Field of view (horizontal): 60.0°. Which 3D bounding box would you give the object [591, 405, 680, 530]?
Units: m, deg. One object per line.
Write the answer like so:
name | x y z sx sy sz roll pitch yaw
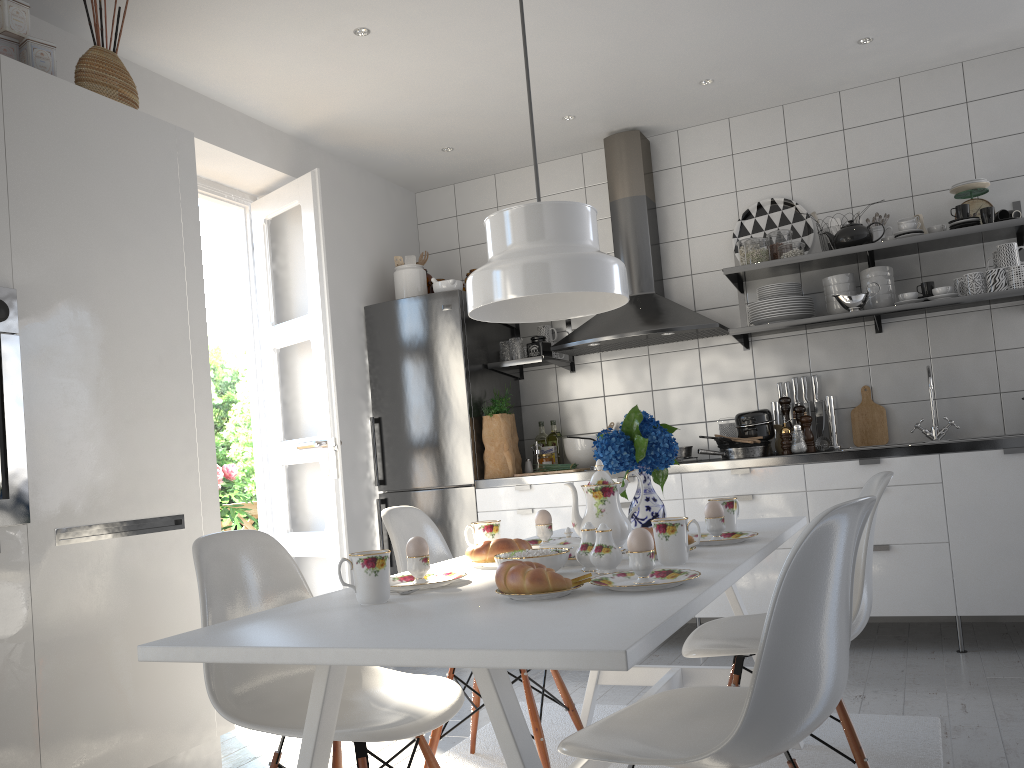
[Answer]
object | 0.364 0.247 2.536 0.266 0.376 0.236 -7 -4 27

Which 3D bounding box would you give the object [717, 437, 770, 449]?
object | 1.046 0.284 4.161 0.347 0.082 0.244 -3 -5 -24

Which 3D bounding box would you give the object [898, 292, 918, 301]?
object | 1.736 -0.371 3.876 0.079 0.047 0.083 -6 -5 17

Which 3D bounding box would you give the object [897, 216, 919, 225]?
object | 1.737 -0.705 3.892 0.083 0.067 0.078 -8 -6 39

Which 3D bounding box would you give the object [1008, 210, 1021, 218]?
object | 2.108 -0.713 3.754 0.069 0.059 0.083 -5 -4 2

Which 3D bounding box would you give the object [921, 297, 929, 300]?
object | 1.868 -0.372 3.961 0.121 0.023 0.121 -5 -5 -4

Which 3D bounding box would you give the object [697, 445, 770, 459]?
object | 1.040 0.322 4.188 0.351 0.060 0.233 -5 -5 3

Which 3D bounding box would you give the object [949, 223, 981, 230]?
object | 1.936 -0.663 3.785 0.121 0.021 0.121 -5 -5 2

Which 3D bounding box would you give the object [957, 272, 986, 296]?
object | 1.964 -0.418 3.777 0.083 0.100 0.109 -5 -4 -6

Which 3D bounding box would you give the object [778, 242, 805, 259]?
object | 1.297 -0.607 4.105 0.121 0.079 0.121 -6 -5 10

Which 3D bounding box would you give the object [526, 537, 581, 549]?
object | 0.093 0.445 2.468 0.201 0.016 0.201 -8 -6 29

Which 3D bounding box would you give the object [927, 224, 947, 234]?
object | 1.871 -0.668 3.897 0.079 0.047 0.083 -8 -6 37

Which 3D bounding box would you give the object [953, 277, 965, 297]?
object | 1.976 -0.412 3.849 0.083 0.100 0.109 -3 -5 -31

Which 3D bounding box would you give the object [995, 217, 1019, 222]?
object | 2.088 -0.679 3.753 0.121 0.021 0.121 -8 -6 29

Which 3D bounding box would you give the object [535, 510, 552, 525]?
object | 0.088 0.381 2.471 0.048 0.063 0.048 -7 -4 29

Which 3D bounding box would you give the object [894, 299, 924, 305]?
object | 1.738 -0.350 3.876 0.121 0.021 0.121 -7 -6 22

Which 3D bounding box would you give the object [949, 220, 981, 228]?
object | 1.935 -0.672 3.786 0.121 0.021 0.121 -8 -6 29

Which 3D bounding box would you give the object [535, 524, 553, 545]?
object | 0.091 0.419 2.469 0.048 0.057 0.048 -3 -4 -25

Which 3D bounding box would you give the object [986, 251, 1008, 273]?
object | 2.124 -0.526 3.846 0.083 0.100 0.109 -5 -4 -6

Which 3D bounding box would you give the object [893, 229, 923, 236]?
object | 1.740 -0.655 3.891 0.121 0.024 0.121 -7 -5 20

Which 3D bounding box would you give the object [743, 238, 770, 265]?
object | 1.156 -0.614 4.180 0.121 0.130 0.121 -6 -4 10

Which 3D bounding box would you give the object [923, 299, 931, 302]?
object | 1.869 -0.363 3.962 0.121 0.021 0.121 -2 -6 -31

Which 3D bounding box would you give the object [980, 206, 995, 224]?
object | 2.005 -0.702 3.723 0.055 0.077 0.070 -4 -4 -12

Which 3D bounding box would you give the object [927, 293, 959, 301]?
object | 1.848 -0.367 3.799 0.121 0.021 0.121 -8 -6 29

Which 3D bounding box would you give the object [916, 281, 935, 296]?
object | 1.861 -0.416 3.973 0.055 0.078 0.071 -4 -4 -15

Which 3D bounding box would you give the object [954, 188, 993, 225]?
object | 2.058 -0.752 3.948 0.159 0.208 0.185 -7 -4 25

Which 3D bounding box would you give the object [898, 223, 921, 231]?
object | 1.739 -0.676 3.891 0.079 0.049 0.082 -5 -5 -2

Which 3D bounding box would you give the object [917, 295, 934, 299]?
object | 1.866 -0.381 3.964 0.121 0.023 0.121 -5 -5 5

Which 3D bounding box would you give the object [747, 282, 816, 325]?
object | 1.272 -0.367 4.199 0.307 0.194 0.301 -7 -5 29

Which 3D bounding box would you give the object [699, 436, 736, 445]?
object | 1.056 0.269 4.156 0.246 0.080 0.356 -8 -6 32

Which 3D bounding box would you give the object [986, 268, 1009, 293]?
object | 2.050 -0.430 3.720 0.108 0.100 0.083 -6 -4 14

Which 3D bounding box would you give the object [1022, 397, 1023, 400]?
object | 2.303 0.048 3.760 0.371 0.168 0.203 -5 -4 2

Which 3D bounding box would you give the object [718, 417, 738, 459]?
object | 1.084 0.269 4.428 0.101 0.201 0.081 -6 -3 15

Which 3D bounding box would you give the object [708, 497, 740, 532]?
object | 0.574 0.357 2.393 0.078 0.095 0.091 -6 -4 18

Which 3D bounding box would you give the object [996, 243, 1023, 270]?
object | 2.085 -0.535 3.702 0.083 0.100 0.109 -3 -5 -31

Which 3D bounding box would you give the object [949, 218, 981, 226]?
object | 1.935 -0.681 3.785 0.121 0.023 0.121 -2 -6 -34

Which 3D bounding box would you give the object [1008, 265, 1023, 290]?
object | 2.125 -0.440 3.685 0.108 0.100 0.083 -6 -4 14

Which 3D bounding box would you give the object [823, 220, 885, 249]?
object | 1.543 -0.670 4.002 0.177 0.142 0.201 -3 -5 -24

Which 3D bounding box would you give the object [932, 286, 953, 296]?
object | 1.846 -0.387 3.798 0.079 0.047 0.083 -8 -6 37

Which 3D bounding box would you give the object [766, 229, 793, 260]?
object | 1.286 -0.641 4.233 0.122 0.170 0.121 -9 -5 44

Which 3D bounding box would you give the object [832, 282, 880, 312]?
object | 1.547 -0.381 3.978 0.210 0.134 0.102 -6 -4 7

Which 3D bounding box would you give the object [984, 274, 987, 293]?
object | 2.073 -0.424 3.811 0.083 0.100 0.109 -5 -4 -6

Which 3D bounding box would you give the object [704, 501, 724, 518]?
object | 0.502 0.321 2.198 0.048 0.063 0.048 -7 -4 29

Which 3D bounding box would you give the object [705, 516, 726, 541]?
object | 0.505 0.358 2.196 0.048 0.057 0.048 -3 -4 -25

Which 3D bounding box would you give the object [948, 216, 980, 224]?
object | 1.932 -0.690 3.787 0.121 0.023 0.121 -3 -6 -25

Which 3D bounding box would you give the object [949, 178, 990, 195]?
object | 2.048 -0.877 3.966 0.163 0.046 0.165 -4 -5 -16

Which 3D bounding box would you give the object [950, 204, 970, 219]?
object | 1.924 -0.724 3.794 0.055 0.078 0.071 -1 -5 -45

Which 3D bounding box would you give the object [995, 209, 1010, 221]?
object | 2.071 -0.703 3.757 0.069 0.058 0.080 -5 -4 -3

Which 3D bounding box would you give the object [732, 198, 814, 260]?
object | 1.301 -0.736 4.425 0.395 0.392 0.053 -7 -4 25

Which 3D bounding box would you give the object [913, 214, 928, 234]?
object | 1.846 -0.696 4.054 0.115 0.151 0.128 -2 -5 -39

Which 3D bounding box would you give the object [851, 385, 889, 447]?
object | 1.702 0.151 4.233 0.157 0.293 0.047 -7 -3 25

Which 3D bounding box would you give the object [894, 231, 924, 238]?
object | 1.744 -0.646 3.889 0.121 0.021 0.121 -8 -6 29

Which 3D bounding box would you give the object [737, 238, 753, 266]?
object | 1.170 -0.621 4.342 0.122 0.170 0.121 -9 -5 44

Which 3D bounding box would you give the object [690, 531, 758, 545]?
object | 0.508 0.384 2.194 0.201 0.016 0.201 -8 -6 29

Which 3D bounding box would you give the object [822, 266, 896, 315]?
object | 1.614 -0.415 4.119 0.310 0.216 0.150 -7 -4 22

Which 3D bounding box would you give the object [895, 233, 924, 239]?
object | 1.745 -0.636 3.889 0.121 0.021 0.121 -8 -6 29

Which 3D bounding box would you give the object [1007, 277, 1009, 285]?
object | 2.173 -0.428 3.864 0.083 0.100 0.109 -3 -5 -31
